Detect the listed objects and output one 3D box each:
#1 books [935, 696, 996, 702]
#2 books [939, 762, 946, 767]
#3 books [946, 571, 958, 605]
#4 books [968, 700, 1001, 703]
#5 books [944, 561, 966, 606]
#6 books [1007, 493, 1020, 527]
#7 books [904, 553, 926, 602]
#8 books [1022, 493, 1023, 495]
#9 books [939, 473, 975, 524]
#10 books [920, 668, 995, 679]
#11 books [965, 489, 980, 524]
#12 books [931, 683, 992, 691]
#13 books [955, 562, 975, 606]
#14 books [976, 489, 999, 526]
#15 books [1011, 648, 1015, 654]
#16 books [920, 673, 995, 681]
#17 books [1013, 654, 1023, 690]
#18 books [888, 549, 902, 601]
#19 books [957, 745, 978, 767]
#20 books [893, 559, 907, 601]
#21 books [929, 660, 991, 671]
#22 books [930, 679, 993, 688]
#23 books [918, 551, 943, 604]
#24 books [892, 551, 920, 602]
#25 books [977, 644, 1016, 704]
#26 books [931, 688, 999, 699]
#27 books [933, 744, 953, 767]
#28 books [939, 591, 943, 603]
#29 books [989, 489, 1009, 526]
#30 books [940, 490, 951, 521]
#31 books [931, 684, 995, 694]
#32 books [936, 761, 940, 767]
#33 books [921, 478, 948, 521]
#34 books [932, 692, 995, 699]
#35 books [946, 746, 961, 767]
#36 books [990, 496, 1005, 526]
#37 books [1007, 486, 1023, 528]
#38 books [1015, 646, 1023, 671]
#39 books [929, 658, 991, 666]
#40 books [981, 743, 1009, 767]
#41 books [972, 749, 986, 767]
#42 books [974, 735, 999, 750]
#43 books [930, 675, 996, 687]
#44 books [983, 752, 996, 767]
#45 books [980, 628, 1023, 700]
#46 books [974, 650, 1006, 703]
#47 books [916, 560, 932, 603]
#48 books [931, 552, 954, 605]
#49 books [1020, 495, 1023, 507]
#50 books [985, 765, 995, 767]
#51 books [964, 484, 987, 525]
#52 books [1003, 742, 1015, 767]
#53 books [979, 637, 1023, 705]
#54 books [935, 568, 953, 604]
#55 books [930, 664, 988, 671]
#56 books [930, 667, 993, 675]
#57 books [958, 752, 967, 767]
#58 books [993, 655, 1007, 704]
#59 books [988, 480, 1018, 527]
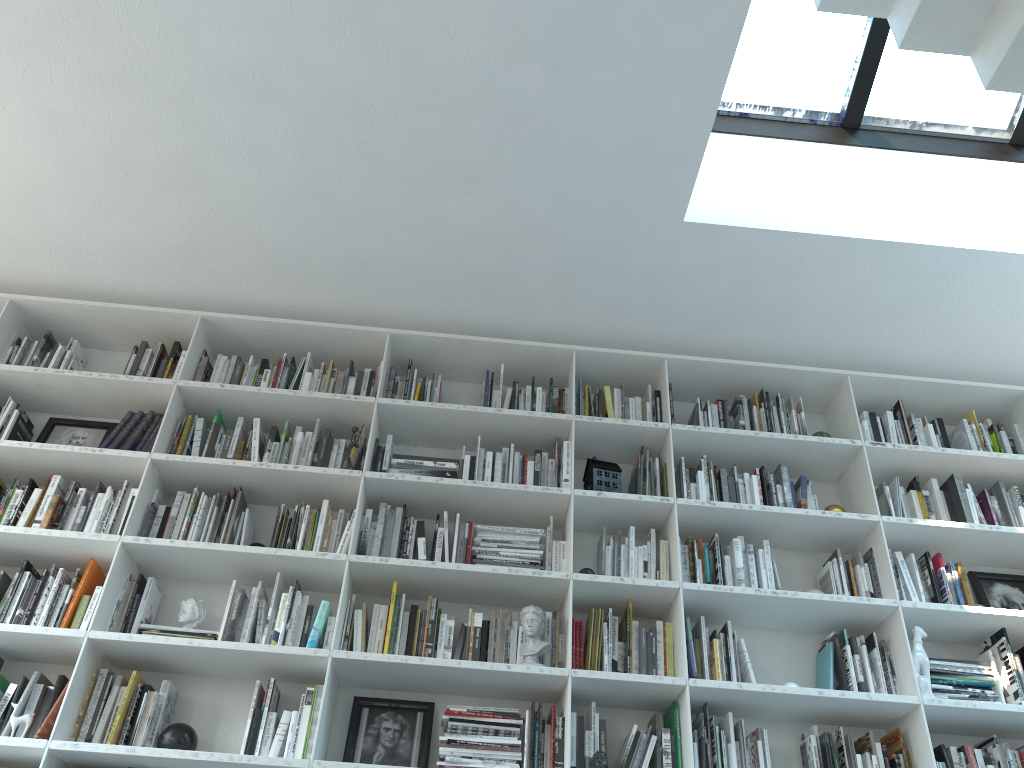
[{"bbox_3d":[1.675,1.221,3.369,0.254,0.012,0.162,3,-37,1],"label":"books"},{"bbox_3d":[1.519,1.466,3.162,0.022,0.183,0.163,5,-37,-2],"label":"books"},{"bbox_3d":[1.767,0.893,3.621,0.033,0.211,0.153,5,-37,-2],"label":"books"},{"bbox_3d":[1.675,1.229,3.359,0.285,0.012,0.160,2,-37,2],"label":"books"},{"bbox_3d":[1.795,0.880,3.634,0.021,0.252,0.168,5,-37,-2],"label":"books"},{"bbox_3d":[2.152,0.619,3.860,0.011,0.247,0.152,5,-37,-2],"label":"books"},{"bbox_3d":[1.644,0.861,3.648,0.012,0.283,0.160,5,-37,-2],"label":"books"},{"bbox_3d":[2.272,0.619,3.878,0.026,0.282,0.148,5,-37,-2],"label":"books"},{"bbox_3d":[1.890,0.562,3.821,0.032,0.264,0.247,5,-37,-2],"label":"books"},{"bbox_3d":[1.684,1.143,3.425,0.285,0.012,0.160,8,-38,-6],"label":"books"},{"bbox_3d":[1.952,0.599,3.835,0.030,0.228,0.188,5,-37,-2],"label":"books"},{"bbox_3d":[1.679,1.188,3.405,0.254,0.012,0.162,5,-37,-2],"label":"books"},{"bbox_3d":[1.819,0.879,3.624,0.026,0.242,0.179,5,-37,-2],"label":"books"},{"bbox_3d":[2.038,0.605,3.844,0.014,0.238,0.190,5,-37,-2],"label":"books"},{"bbox_3d":[1.942,1.181,3.434,0.013,0.278,0.132,5,-37,-2],"label":"books"},{"bbox_3d":[1.683,1.157,3.423,0.285,0.012,0.160,4,-37,0],"label":"books"},{"bbox_3d":[1.920,1.186,3.406,0.030,0.235,0.180,5,-37,-2],"label":"books"},{"bbox_3d":[1.552,0.844,3.648,0.015,0.299,0.141,5,-37,-2],"label":"books"},{"bbox_3d":[1.626,1.445,3.176,0.045,0.244,0.187,5,-37,-2],"label":"books"},{"bbox_3d":[1.564,0.861,3.625,0.011,0.246,0.156,5,-37,-2],"label":"books"},{"bbox_3d":[1.686,1.119,3.452,0.285,0.012,0.160,6,-37,-3],"label":"books"},{"bbox_3d":[1.682,1.172,3.404,0.254,0.012,0.162,2,-37,2],"label":"books"},{"bbox_3d":[1.700,0.856,3.640,0.012,0.286,0.177,5,-37,-2],"label":"books"},{"bbox_3d":[1.603,0.852,3.643,0.065,0.287,0.146,5,-37,-2],"label":"books"},{"bbox_3d":[1.878,1.175,3.435,0.012,0.283,0.160,5,-37,-2],"label":"books"},{"bbox_3d":[1.678,1.205,3.387,0.285,0.012,0.160,6,-37,-3],"label":"books"},{"bbox_3d":[1.547,1.443,3.178,0.047,0.242,0.178,5,-37,-2],"label":"books"},{"bbox_3d":[1.714,0.874,3.645,0.020,0.265,0.153,5,-37,-2],"label":"books"},{"bbox_3d":[2.100,0.611,3.865,0.023,0.262,0.157,5,-37,-2],"label":"books"},{"bbox_3d":[1.857,0.602,3.854,0.025,0.237,0.143,5,-37,-2],"label":"books"},{"bbox_3d":[1.679,1.191,3.389,0.254,0.012,0.162,8,-38,-6],"label":"books"},{"bbox_3d":[1.496,1.464,3.164,0.023,0.185,0.160,5,-37,-2],"label":"books"},{"bbox_3d":[1.834,0.574,3.860,0.026,0.286,0.157,5,-37,-2],"label":"books"},{"bbox_3d":[1.676,1.214,3.379,0.254,0.012,0.162,4,-37,0],"label":"books"},{"bbox_3d":[1.582,1.451,3.189,0.024,0.245,0.144,5,-37,-2],"label":"books"},{"bbox_3d":[2.072,0.621,3.844,0.031,0.216,0.166,5,-37,-2],"label":"books"},{"bbox_3d":[2.177,0.607,3.861,0.036,0.270,0.178,5,-37,-2],"label":"books"},{"bbox_3d":[1.979,1.176,3.425,0.059,0.280,0.168,5,-37,-2],"label":"books"},{"bbox_3d":[1.686,1.109,3.459,0.285,0.012,0.160,4,-37,0],"label":"books"},{"bbox_3d":[1.729,1.444,3.174,0.028,0.253,0.192,5,-37,-2],"label":"books"},{"bbox_3d":[1.660,1.460,3.187,0.026,0.238,0.178,5,-37,-2],"label":"books"},{"bbox_3d":[1.749,1.442,3.205,0.013,0.297,0.148,5,-37,-2],"label":"books"},{"bbox_3d":[1.683,1.165,3.414,0.285,0.012,0.160,7,-37,-4],"label":"books"},{"bbox_3d":[1.706,1.467,3.184,0.012,0.228,0.180,5,-37,-2],"label":"books"},{"bbox_3d":[1.904,1.139,3.430,0.010,0.337,0.181,5,-37,-2],"label":"books"},{"bbox_3d":[1.835,1.177,3.416,0.012,0.252,0.162,5,-37,-2],"label":"books"},{"bbox_3d":[1.670,0.876,3.652,0.043,0.267,0.132,5,-37,-2],"label":"books"},{"bbox_3d":[1.746,0.860,3.639,0.014,0.283,0.176,5,-37,-2],"label":"books"},{"bbox_3d":[2.208,0.627,3.858,0.030,0.239,0.163,5,-37,-2],"label":"books"},{"bbox_3d":[1.686,1.478,3.161,0.027,0.180,0.187,5,-37,-2],"label":"books"},{"bbox_3d":[2.006,0.599,3.875,0.048,0.281,0.163,5,-37,-2],"label":"books"},{"bbox_3d":[1.761,1.447,3.181,0.012,0.260,0.187,5,-37,-2],"label":"books"},{"bbox_3d":[1.892,1.154,3.419,0.011,0.298,0.185,5,-37,-2],"label":"books"},{"bbox_3d":[1.731,0.883,3.606,0.013,0.205,0.191,5,-37,-2],"label":"books"},{"bbox_3d":[1.685,1.128,3.445,0.254,0.012,0.162,4,-37,0],"label":"books"},{"bbox_3d":[1.684,1.138,3.438,0.285,0.012,0.160,4,-37,0],"label":"books"},{"bbox_3d":[1.599,1.455,3.172,0.011,0.221,0.164,5,-37,-2],"label":"books"},{"bbox_3d":[1.851,1.192,3.429,0.023,0.245,0.138,5,-37,-2],"label":"books"},{"bbox_3d":[2.124,0.592,3.864,0.022,0.293,0.182,5,-37,-2],"label":"books"}]
